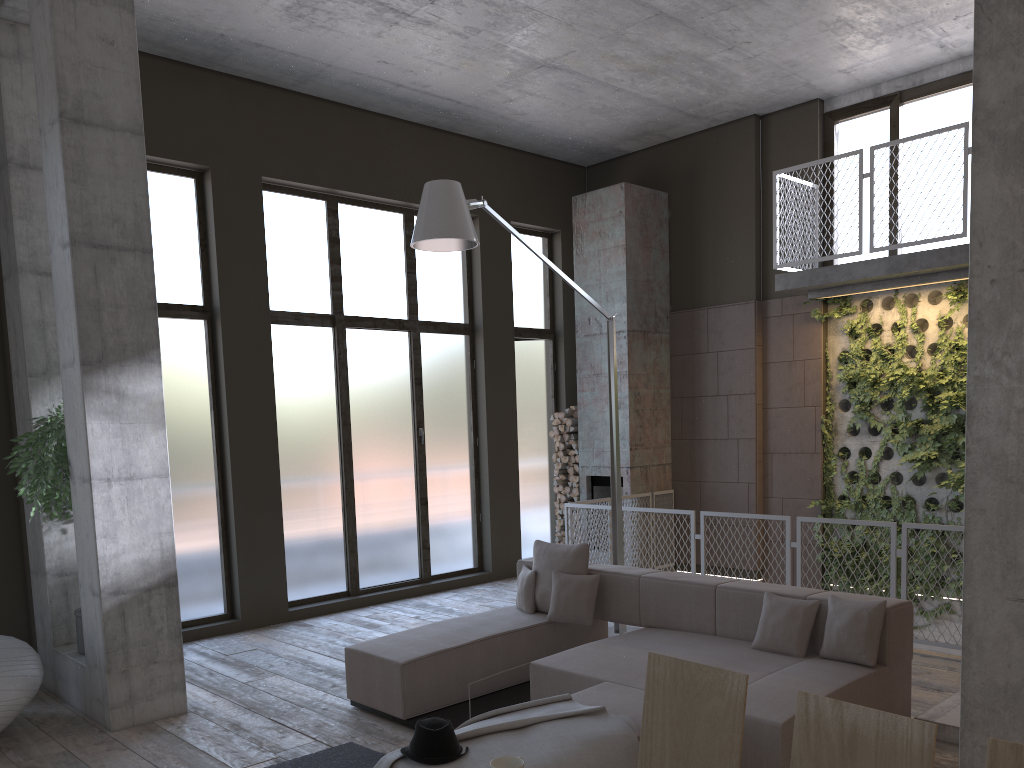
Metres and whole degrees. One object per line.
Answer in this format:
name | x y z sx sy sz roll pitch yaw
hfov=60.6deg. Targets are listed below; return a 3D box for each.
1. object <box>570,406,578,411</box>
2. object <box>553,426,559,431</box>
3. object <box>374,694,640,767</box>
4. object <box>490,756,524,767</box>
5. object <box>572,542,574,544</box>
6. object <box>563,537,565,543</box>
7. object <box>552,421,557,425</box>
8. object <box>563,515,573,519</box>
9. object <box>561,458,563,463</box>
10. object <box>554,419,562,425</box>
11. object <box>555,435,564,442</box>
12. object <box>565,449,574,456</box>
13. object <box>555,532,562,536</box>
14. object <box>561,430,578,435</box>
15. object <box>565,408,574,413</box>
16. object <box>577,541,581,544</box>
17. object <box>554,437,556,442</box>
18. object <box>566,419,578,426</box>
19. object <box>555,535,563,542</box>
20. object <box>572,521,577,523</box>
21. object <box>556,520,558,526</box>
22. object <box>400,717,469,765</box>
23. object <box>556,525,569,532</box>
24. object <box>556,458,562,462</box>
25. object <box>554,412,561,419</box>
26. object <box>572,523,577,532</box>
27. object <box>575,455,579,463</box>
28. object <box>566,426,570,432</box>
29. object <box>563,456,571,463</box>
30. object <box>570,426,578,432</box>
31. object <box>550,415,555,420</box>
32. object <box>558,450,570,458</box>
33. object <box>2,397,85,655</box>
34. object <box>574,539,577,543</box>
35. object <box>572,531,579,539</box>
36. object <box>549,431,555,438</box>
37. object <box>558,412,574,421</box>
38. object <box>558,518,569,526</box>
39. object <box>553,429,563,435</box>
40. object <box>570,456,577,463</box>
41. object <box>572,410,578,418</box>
object | 0.868 0.301 10.967 0.330 0.056 0.087 0 -2 -44
object | 0.683 0.564 11.148 0.066 0.087 0.423 1 0 45
object | -0.194 1.800 3.924 1.592 0.507 1.042 -1 -1 -25
object | -0.012 1.069 2.389 0.093 0.089 0.116 -2 1 0
object | 0.902 1.977 11.159 0.420 0.068 0.067 0 0 -42
object | 0.848 1.972 11.211 0.477 0.084 0.093 0 0 -42
object | 0.680 0.492 11.158 0.361 0.069 0.122 0 -2 -42
object | 0.840 1.670 11.151 0.433 0.080 0.115 0 -1 -44
object | 0.789 0.957 11.134 0.420 0.068 0.067 0 0 -44
object | 0.721 0.475 11.059 0.433 0.080 0.113 0 -1 -44
object | 0.742 0.680 11.081 0.477 0.084 0.093 0 -1 -44
object | 0.838 0.859 11.117 0.361 0.087 0.101 0 -1 -44
object | 0.724 1.923 11.315 0.361 0.068 0.122 0 -2 -44
object | 0.802 0.603 11.042 0.433 0.080 0.115 0 -1 -44
object | 0.808 0.342 10.998 0.357 0.074 0.065 0 0 -45
object | 0.914 1.973 10.991 0.249 0.048 0.063 0 -1 -44
object | 0.692 0.695 11.139 0.420 0.068 0.067 0 0 -44
object | 0.855 0.477 10.941 0.435 0.094 0.093 0 0 -44
object | 0.724 1.959 11.216 0.420 0.073 0.071 0 0 -42
object | 0.872 1.720 11.100 0.330 0.057 0.089 0 -1 -42
object | 0.729 1.762 11.248 0.420 0.068 0.067 0 0 -44
object | -0.337 1.531 3.791 0.302 0.170 0.296 -2 -1 34
object | 0.753 1.832 11.268 0.453 0.090 0.090 0 0 -41
object | 0.734 0.960 11.192 0.420 0.068 0.067 0 0 -44
object | 0.717 0.403 11.110 0.090 0.091 0.453 0 0 45
object | 0.856 1.796 11.083 0.292 0.108 0.098 0 0 -44
object | 0.968 0.925 10.962 0.435 0.093 0.091 0 0 -44
object | 0.836 0.559 10.982 0.420 0.067 0.067 0 0 -44
object | 0.840 0.943 11.077 0.477 0.084 0.093 0 -1 -44
object | 0.891 0.554 10.924 0.420 0.068 0.066 0 0 -44
object | 0.653 0.422 11.137 0.421 0.069 0.067 0 0 -44
object | 0.766 0.879 11.157 0.435 0.094 0.092 0 0 -44
object | -3.024 0.980 6.186 1.001 1.884 0.957 -1 4 13
object | 0.958 1.971 11.100 0.420 0.068 0.067 0 0 -42
object | 0.930 1.895 11.128 0.435 0.094 0.092 0 0 -42
object | 0.656 0.633 11.162 0.435 0.093 0.091 0 0 -44
object | 0.719 0.404 10.987 0.290 0.104 0.104 0 0 -44
object | 0.780 1.747 11.191 0.477 0.084 0.093 0 -1 -44
object | 0.712 0.604 11.093 0.453 0.090 0.091 0 0 -44
object | 0.911 0.937 11.029 0.453 0.090 0.090 0 0 -44
object | 0.894 0.379 10.994 0.292 0.109 0.099 -1 1 -42
